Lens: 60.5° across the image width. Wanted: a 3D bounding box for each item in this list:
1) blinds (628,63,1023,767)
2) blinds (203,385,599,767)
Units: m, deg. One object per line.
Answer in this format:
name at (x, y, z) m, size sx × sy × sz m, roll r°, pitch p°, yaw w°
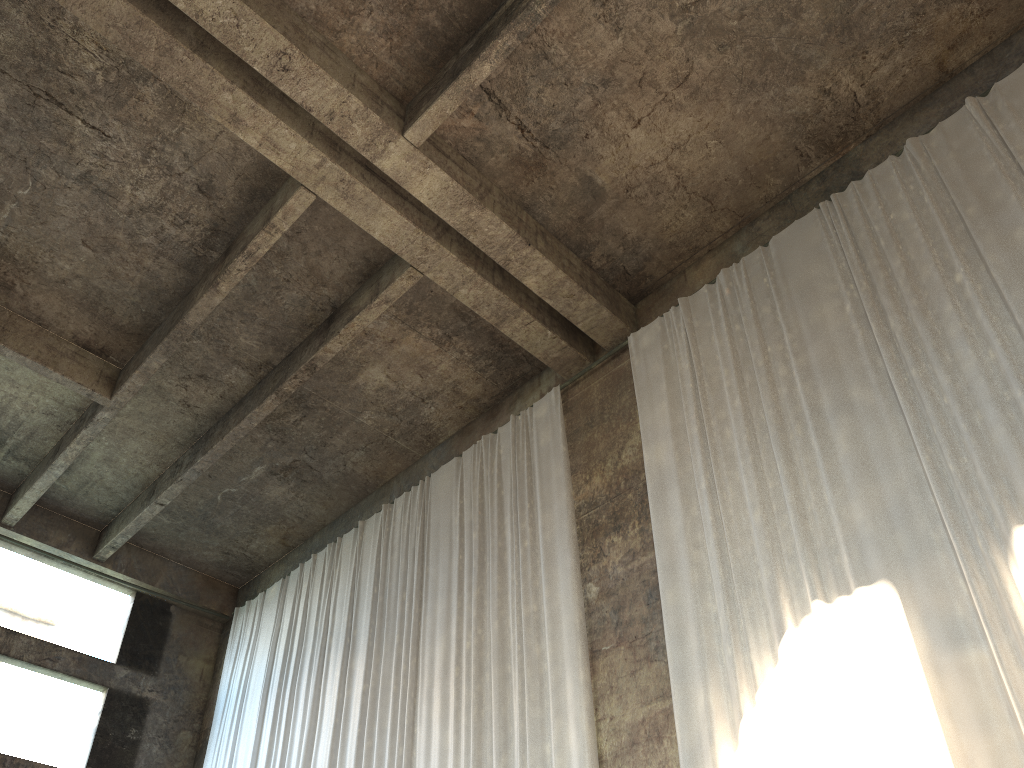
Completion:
blinds at (4.087, 0.591, 5.605) m, size 0.283 × 8.077 × 8.106 m, roll 30°, pitch -49°, yaw -31°
blinds at (-2.029, 5.019, 10.467) m, size 0.284 × 8.077 × 8.087 m, roll 32°, pitch -50°, yaw -32°
